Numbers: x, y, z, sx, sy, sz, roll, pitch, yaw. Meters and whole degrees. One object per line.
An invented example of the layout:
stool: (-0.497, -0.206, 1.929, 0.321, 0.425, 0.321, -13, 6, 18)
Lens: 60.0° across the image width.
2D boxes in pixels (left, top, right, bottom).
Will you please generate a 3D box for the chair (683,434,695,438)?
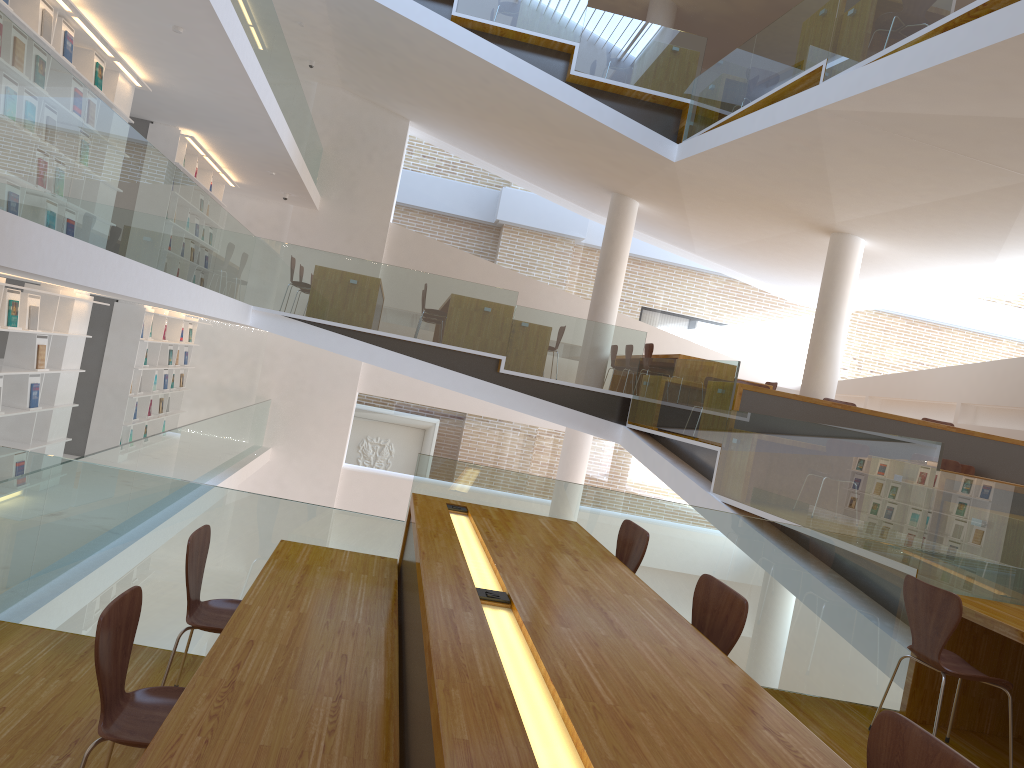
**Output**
chair: (2.227, 0.287, 9.861, 0.428, 0.693, 0.381, 11, 0, -8)

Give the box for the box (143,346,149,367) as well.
box: (-4.506, -0.380, 10.652, 0.274, 0.296, 0.245, 11, 0, -8)

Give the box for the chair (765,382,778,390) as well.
chair: (3.233, 0.280, 11.797, 0.381, 0.693, 0.428, 11, 0, -8)

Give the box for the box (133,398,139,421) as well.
box: (-4.636, 0.269, 10.668, 0.274, 0.296, 0.245, 11, 0, -8)

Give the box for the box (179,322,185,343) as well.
box: (-4.648, -0.738, 12.214, 0.274, 0.296, 0.245, 11, 0, -8)

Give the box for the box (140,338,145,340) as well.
box: (-4.393, -0.685, 10.258, 0.274, 0.296, 0.245, 11, 0, -8)

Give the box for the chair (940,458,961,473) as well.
chair: (3.072, 0.881, 6.326, 0.428, 0.693, 0.381, 11, 0, -8)

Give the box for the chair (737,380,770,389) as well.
chair: (2.449, 0.331, 8.997, 0.428, 0.693, 0.381, 11, 0, -8)

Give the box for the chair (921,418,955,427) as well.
chair: (4.475, 0.729, 9.234, 0.428, 0.693, 0.381, 11, 0, -8)

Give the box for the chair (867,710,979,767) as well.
chair: (0.509, 0.929, 1.501, 0.381, 0.693, 0.428, 11, 0, -8)

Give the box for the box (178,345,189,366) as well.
box: (-4.779, -0.431, 12.734, 0.274, 0.296, 0.245, 11, 0, -8)

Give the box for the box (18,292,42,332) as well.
box: (-3.798, 1.208, 3.665, 0.498, 3.764, 7.125, 11, 0, -8)

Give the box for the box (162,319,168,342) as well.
box: (-4.526, -0.716, 11.300, 0.274, 0.296, 0.245, 11, 0, -8)

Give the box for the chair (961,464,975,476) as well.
chair: (3.713, 1.010, 7.766, 0.428, 0.693, 0.381, 11, 0, -8)

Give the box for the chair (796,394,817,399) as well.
chair: (3.171, 0.473, 9.989, 0.428, 0.693, 0.381, 11, 0, -8)

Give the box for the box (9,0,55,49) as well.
box: (-3.418, -2.596, 6.320, 0.274, 0.296, 0.245, 11, 0, -8)

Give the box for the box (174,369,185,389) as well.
box: (-4.844, -0.108, 12.748, 0.274, 0.296, 0.245, 11, 0, -8)

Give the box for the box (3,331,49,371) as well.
box: (-4.018, -0.279, 7.391, 0.274, 0.296, 0.245, 11, 0, -8)

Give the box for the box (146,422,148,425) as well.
box: (-4.783, 0.575, 11.308, 0.274, 0.296, 0.245, 11, 0, -8)

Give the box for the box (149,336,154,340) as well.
box: (-4.440, -0.697, 10.628, 0.274, 0.296, 0.245, 11, 0, -8)

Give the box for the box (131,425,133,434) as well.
box: (-4.701, 0.591, 10.679, 0.274, 0.296, 0.245, 11, 0, -8)

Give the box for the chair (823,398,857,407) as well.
chair: (3.394, 0.517, 9.126, 0.428, 0.693, 0.381, 11, 0, -8)

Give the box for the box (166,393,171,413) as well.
box: (-4.839, 0.228, 12.223, 0.274, 0.296, 0.245, 11, 0, -8)

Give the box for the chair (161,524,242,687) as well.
chair: (-1.092, 0.935, 3.401, 0.381, 0.693, 0.428, 11, 0, -8)

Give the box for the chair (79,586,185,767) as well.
chair: (-0.966, 0.960, 2.438, 0.381, 0.693, 0.428, 11, 0, -8)

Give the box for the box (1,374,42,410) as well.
box: (-4.082, 0.044, 7.393, 0.274, 0.296, 0.245, 11, 0, -8)

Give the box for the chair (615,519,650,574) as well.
chair: (0.275, 0.883, 3.578, 0.381, 0.693, 0.428, 11, 0, -8)

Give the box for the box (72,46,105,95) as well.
box: (-3.564, -2.625, 7.439, 0.274, 0.296, 0.245, 11, 0, -8)

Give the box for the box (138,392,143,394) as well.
box: (-4.567, -0.053, 10.629, 0.274, 0.296, 0.245, 11, 0, -8)

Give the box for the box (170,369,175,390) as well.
box: (-4.773, -0.094, 12.204, 0.274, 0.296, 0.245, 11, 0, -8)

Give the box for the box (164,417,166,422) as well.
box: (-4.901, 0.551, 12.214, 0.274, 0.296, 0.245, 11, 0, -8)

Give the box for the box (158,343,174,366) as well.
box: (-4.664, -0.407, 11.855, 0.274, 0.296, 0.245, 11, 0, -8)

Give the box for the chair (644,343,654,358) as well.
chair: (1.836, -0.140, 11.248, 0.381, 0.693, 0.428, 11, 0, -8)

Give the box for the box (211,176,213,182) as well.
box: (-4.250, -2.760, 12.213, 0.274, 0.296, 0.245, 11, 0, -8)

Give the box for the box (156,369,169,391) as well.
box: (-4.728, -0.085, 11.855, 0.274, 0.296, 0.245, 11, 0, -8)

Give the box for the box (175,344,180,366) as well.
box: (-4.711, -0.417, 12.214, 0.274, 0.296, 0.245, 11, 0, -8)

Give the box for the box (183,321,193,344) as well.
box: (-4.716, -0.752, 12.734, 0.274, 0.296, 0.245, 11, 0, -8)

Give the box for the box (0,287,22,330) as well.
box: (-3.863, -0.583, 6.690, 0.274, 0.296, 0.245, 11, 0, -8)

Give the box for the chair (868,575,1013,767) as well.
chair: (1.803, 1.183, 3.620, 0.381, 0.693, 0.428, 11, 0, -8)

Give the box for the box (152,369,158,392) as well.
box: (-4.658, -0.071, 11.322, 0.274, 0.296, 0.245, 11, 0, -8)

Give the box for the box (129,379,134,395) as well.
box: (-4.519, -0.043, 10.257, 0.274, 0.296, 0.245, 11, 0, -8)

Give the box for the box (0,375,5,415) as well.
box: (-3.988, 0.062, 6.675, 0.274, 0.296, 0.245, 11, 0, -8)

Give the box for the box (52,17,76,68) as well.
box: (-3.472, -2.607, 6.734, 0.274, 0.296, 0.245, 11, 0, -8)

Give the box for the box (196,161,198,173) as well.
box: (-4.128, -2.738, 11.300, 0.274, 0.296, 0.245, 11, 0, -8)

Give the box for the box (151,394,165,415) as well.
box: (-4.793, 0.237, 11.868, 0.274, 0.296, 0.245, 11, 0, -8)

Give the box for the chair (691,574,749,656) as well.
chair: (0.401, 0.908, 2.615, 0.381, 0.693, 0.428, 11, 0, -8)

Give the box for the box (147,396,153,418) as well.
box: (-4.719, 0.252, 11.308, 0.274, 0.296, 0.245, 11, 0, -8)
